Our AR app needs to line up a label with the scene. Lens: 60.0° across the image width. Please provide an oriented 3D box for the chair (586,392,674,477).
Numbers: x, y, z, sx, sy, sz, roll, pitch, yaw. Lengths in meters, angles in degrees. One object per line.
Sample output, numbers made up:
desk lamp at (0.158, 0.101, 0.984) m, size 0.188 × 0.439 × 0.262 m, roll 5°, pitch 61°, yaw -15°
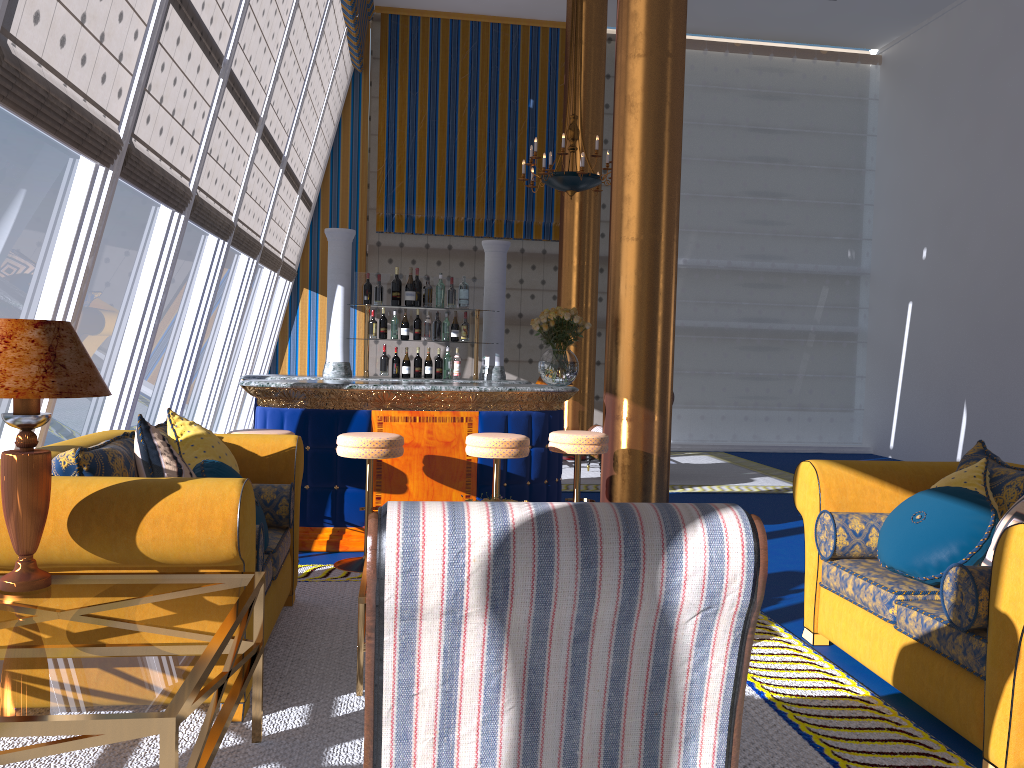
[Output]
chair at (1.231, 0.497, 9.449) m, size 0.786 × 0.967 × 0.791 m, roll 1°, pitch 2°, yaw -7°

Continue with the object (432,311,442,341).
object at (-0.588, -0.453, 6.959) m, size 0.072 × 0.232 × 0.071 m, roll 0°, pitch 3°, yaw -29°

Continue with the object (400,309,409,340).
object at (-0.829, -0.461, 6.873) m, size 0.069 × 0.244 × 0.068 m, roll 0°, pitch 3°, yaw -26°

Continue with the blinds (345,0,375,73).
blinds at (-1.927, -4.531, 11.122) m, size 0.339 × 0.830 × 1.519 m, roll 1°, pitch 2°, yaw -7°

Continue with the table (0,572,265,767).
table at (-1.347, 0.886, 2.215) m, size 1.241 × 0.550 × 1.147 m, roll 1°, pitch 2°, yaw -8°

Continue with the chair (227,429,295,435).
chair at (-1.493, 0.664, 5.253) m, size 0.394 × 0.782 × 0.402 m, roll 3°, pitch 3°, yaw 30°

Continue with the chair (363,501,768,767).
chair at (0.063, 0.711, 2.084) m, size 0.796 × 0.967 × 0.781 m, roll 1°, pitch 2°, yaw -7°

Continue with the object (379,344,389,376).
object at (-0.985, -0.185, 6.850) m, size 0.072 × 0.242 × 0.070 m, roll 0°, pitch 3°, yaw -26°

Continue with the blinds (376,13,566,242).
blinds at (-0.474, -3.496, 12.108) m, size 2.669 × 2.991 × 0.151 m, roll 1°, pitch 3°, yaw -8°

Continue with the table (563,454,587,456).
table at (0.712, 0.766, 10.276) m, size 0.978 × 0.369 × 0.903 m, roll 1°, pitch 2°, yaw -8°

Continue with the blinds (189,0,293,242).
blinds at (-1.834, -2.851, 6.766) m, size 0.877 × 3.395 × 1.360 m, roll 1°, pitch 2°, yaw -8°

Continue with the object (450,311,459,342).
object at (-0.449, -0.455, 7.002) m, size 0.069 × 0.244 × 0.068 m, roll 0°, pitch 3°, yaw -26°

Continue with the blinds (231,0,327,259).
blinds at (-2.015, -2.905, 8.220) m, size 0.877 × 3.395 × 1.360 m, roll 1°, pitch 2°, yaw -8°

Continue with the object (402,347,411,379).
object at (-0.823, -0.165, 6.912) m, size 0.069 × 0.244 × 0.068 m, roll 0°, pitch 3°, yaw -26°

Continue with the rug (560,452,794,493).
rug at (0.074, 0.940, 10.075) m, size 6.277 × 0.011 × 3.580 m, roll 1°, pitch 2°, yaw -8°

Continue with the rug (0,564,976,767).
rug at (-0.240, 1.196, 2.234) m, size 3.603 × 0.010 × 6.234 m, roll 1°, pitch 2°, yaw -8°

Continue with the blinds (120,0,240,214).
blinds at (-1.645, -2.794, 5.253) m, size 0.877 × 3.395 × 1.360 m, roll 1°, pitch 2°, yaw -8°

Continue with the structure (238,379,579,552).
structure at (-0.650, 0.527, 6.023) m, size 2.327 × 1.065 × 0.764 m, roll 1°, pitch 2°, yaw -19°

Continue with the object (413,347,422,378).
object at (-0.735, -0.166, 6.929) m, size 0.066 × 0.244 × 0.065 m, roll 0°, pitch 3°, yaw -26°

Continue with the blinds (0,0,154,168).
blinds at (-1.460, -2.738, 3.772) m, size 0.877 × 3.395 × 1.360 m, roll 1°, pitch 2°, yaw -8°

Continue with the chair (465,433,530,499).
chair at (-0.099, 0.699, 5.454) m, size 0.394 × 0.782 × 0.402 m, roll 4°, pitch 3°, yaw 42°

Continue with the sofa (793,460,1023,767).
sofa at (1.916, 0.801, 3.456) m, size 1.014 × 0.854 × 1.842 m, roll 1°, pitch 2°, yaw -6°

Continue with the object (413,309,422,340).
object at (-0.735, -0.463, 6.903) m, size 0.066 × 0.244 × 0.065 m, roll 0°, pitch 3°, yaw -26°

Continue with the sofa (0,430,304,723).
sofa at (-1.467, 0.679, 3.656) m, size 1.004 × 0.854 × 1.839 m, roll 1°, pitch 2°, yaw -7°

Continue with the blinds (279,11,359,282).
blinds at (-2.389, -3.018, 11.212) m, size 0.877 × 3.395 × 1.360 m, roll 1°, pitch 2°, yaw -8°

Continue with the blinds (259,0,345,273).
blinds at (-2.206, -2.963, 9.745) m, size 0.877 × 3.395 × 1.360 m, roll 1°, pitch 2°, yaw -8°

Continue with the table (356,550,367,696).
table at (-0.141, 0.961, 3.774) m, size 0.978 × 0.369 × 0.903 m, roll 1°, pitch 2°, yaw -8°

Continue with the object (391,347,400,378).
object at (-0.902, -0.167, 6.899) m, size 0.065 × 0.244 × 0.065 m, roll 2°, pitch 2°, yaw -4°

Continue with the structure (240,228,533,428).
structure at (-0.940, -0.083, 7.034) m, size 2.325 × 2.197 × 0.764 m, roll 1°, pitch 3°, yaw -17°

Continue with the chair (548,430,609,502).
chair at (0.424, 0.703, 5.809) m, size 0.402 × 0.782 × 0.394 m, roll 0°, pitch 3°, yaw -37°

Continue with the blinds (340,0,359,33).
blinds at (-1.737, -4.473, 9.597) m, size 0.339 × 0.830 × 1.519 m, roll 1°, pitch 2°, yaw -7°

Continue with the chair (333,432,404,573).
chair at (-0.845, 0.684, 5.249) m, size 0.394 × 0.782 × 0.402 m, roll 3°, pitch 3°, yaw 30°

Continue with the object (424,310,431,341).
object at (-0.658, -0.459, 6.918) m, size 0.057 × 0.239 × 0.056 m, roll 0°, pitch 3°, yaw -33°

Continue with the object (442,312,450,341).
object at (-0.519, -0.452, 6.991) m, size 0.058 × 0.230 × 0.059 m, roll 4°, pitch 3°, yaw 42°

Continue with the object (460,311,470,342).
object at (-0.369, -0.453, 7.017) m, size 0.071 × 0.244 × 0.072 m, roll 2°, pitch 3°, yaw 13°
